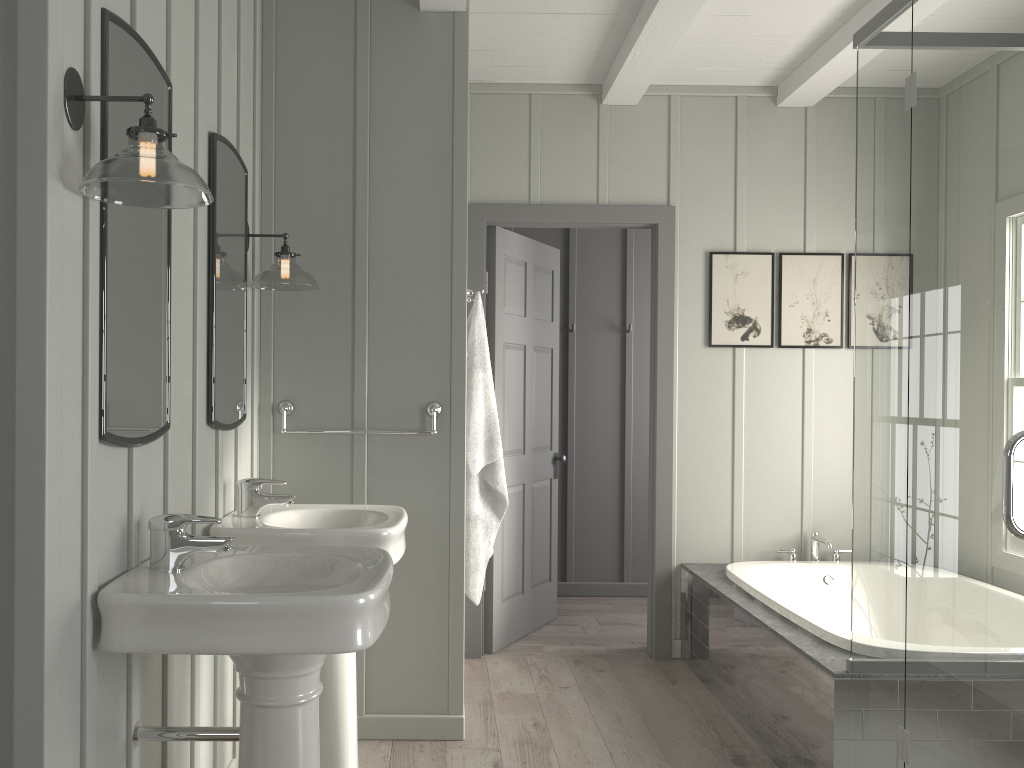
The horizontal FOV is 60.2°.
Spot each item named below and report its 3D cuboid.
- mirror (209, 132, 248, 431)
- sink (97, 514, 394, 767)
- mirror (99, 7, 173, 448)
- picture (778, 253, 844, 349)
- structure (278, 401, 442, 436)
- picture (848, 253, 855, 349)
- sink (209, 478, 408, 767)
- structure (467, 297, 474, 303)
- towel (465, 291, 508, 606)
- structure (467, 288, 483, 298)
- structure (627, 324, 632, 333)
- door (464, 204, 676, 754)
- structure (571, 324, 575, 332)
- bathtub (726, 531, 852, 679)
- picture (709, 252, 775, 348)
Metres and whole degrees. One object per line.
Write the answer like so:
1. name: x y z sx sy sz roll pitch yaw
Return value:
1. mirror: -0.868 -0.298 2.724 0.015 0.884 0.425 1 0 -4
2. sink: -0.547 0.791 1.929 0.566 1.013 0.570 1 0 -2
3. mirror: -0.805 -0.306 1.908 0.015 0.884 0.425 1 0 -4
4. picture: 1.451 -0.404 4.286 0.313 0.461 0.012 1 0 0
5. structure: -0.558 0.125 3.236 0.602 0.123 0.054 1 0 0
6. picture: 1.789 -0.401 4.288 0.313 0.461 0.012 1 0 0
7. sink: -0.610 0.799 2.740 0.566 1.013 0.570 1 0 -2
8. structure: -0.170 -0.350 3.686 0.079 0.056 0.056 1 0 -2
9. towel: -0.098 0.245 3.444 0.162 1.204 0.317 1 0 2
10. structure: -0.151 -0.353 3.433 0.079 0.056 0.056 1 0 -2
11. structure: 0.738 -0.348 5.600 0.019 0.051 0.136 1 0 -4
12. door: 0.193 0.200 1.172 4.253 2.196 7.792 1 -1 -4
13. structure: 0.380 -0.351 5.590 0.019 0.051 0.136 1 0 -4
14. bathtub: 1.512 0.942 3.501 1.047 0.490 1.563 1 -1 -3
15. picture: 1.113 -0.407 4.283 0.313 0.461 0.012 1 0 0
